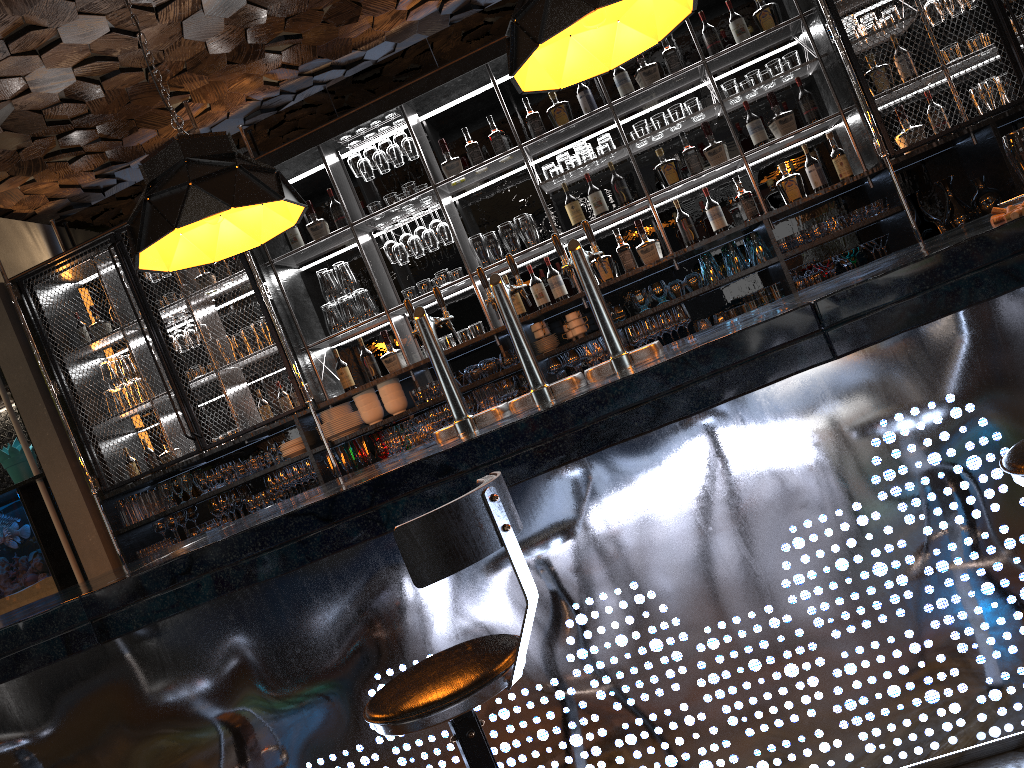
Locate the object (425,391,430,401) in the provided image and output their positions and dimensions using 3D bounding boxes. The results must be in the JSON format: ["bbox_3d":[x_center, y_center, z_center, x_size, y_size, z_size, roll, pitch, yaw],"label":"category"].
[{"bbox_3d":[-0.546,0.069,5.439,0.100,0.100,0.089,-22,0,-17],"label":"object"}]

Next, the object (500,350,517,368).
[{"bbox_3d":[-0.022,-0.145,5.217,0.095,0.096,0.095,-22,0,-15],"label":"object"}]

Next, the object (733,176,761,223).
[{"bbox_3d":[1.345,-1.066,5.127,0.083,0.282,0.083,-22,0,-4],"label":"object"}]

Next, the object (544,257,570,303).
[{"bbox_3d":[0.260,-0.628,5.354,0.086,0.298,0.086,-22,0,-31],"label":"object"}]

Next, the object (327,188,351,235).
[{"bbox_3d":[-1.091,-1.084,5.549,0.086,0.299,0.086,-22,0,-31],"label":"object"}]

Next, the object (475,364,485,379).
[{"bbox_3d":[-0.215,-0.068,5.424,0.093,0.099,0.093,-22,0,-2],"label":"object"}]

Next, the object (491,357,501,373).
[{"bbox_3d":[-0.114,-0.110,5.454,0.093,0.099,0.093,-22,0,-2],"label":"object"}]

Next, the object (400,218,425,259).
[{"bbox_3d":[-0.621,-0.912,5.552,0.092,0.244,0.092,-22,0,-29],"label":"object"}]

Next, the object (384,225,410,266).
[{"bbox_3d":[-0.722,-0.871,5.572,0.092,0.244,0.092,-22,0,-29],"label":"object"}]

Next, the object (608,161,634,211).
[{"bbox_3d":[0.633,-1.174,5.245,0.086,0.297,0.086,-22,0,-31],"label":"object"}]

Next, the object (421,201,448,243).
[{"bbox_3d":[-0.465,-0.976,5.353,0.092,0.244,0.092,-22,0,-29],"label":"object"}]

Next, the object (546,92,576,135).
[{"bbox_3d":[0.281,-1.619,5.269,0.151,0.248,0.094,-22,0,14],"label":"object"}]

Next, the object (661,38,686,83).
[{"bbox_3d":[0.918,-1.901,5.139,0.083,0.282,0.083,-22,0,11],"label":"object"}]

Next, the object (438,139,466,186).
[{"bbox_3d":[-0.379,-1.357,5.404,0.123,0.279,0.123,-22,0,-1],"label":"object"}]

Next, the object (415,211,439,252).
[{"bbox_3d":[-0.532,-0.949,5.534,0.092,0.244,0.092,-22,0,-29],"label":"object"}]

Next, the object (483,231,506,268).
[{"bbox_3d":[-0.106,-0.825,5.448,0.105,0.209,0.105,-22,0,-34],"label":"object"}]

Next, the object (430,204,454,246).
[{"bbox_3d":[-0.437,-0.988,5.515,0.092,0.244,0.092,-22,0,-29],"label":"object"}]

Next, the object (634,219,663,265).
[{"bbox_3d":[0.791,-0.835,5.225,0.123,0.279,0.123,-22,0,24],"label":"object"}]

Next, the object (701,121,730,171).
[{"bbox_3d":[1.162,-1.381,5.121,0.123,0.279,0.123,-22,0,24],"label":"object"}]

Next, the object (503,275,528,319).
[{"bbox_3d":[0.009,-0.524,5.403,0.086,0.299,0.086,-22,0,-31],"label":"object"}]

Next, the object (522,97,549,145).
[{"bbox_3d":[0.129,-1.576,5.299,0.083,0.282,0.083,-22,0,-4],"label":"object"}]

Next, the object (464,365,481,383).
[{"bbox_3d":[-0.234,-0.060,5.317,0.093,0.099,0.093,-22,0,27],"label":"object"}]

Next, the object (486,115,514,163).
[{"bbox_3d":[-0.086,-1.480,5.343,0.083,0.282,0.083,-22,0,26],"label":"object"}]

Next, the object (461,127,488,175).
[{"bbox_3d":[-0.237,-1.418,5.373,0.083,0.282,0.083,-22,0,-4],"label":"object"}]

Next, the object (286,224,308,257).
[{"bbox_3d":[-1.389,-0.961,5.638,0.086,0.298,0.086,-22,0,-31],"label":"object"}]

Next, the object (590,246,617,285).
[{"bbox_3d":[0.533,-0.712,5.292,0.151,0.248,0.094,-22,0,0],"label":"object"}]

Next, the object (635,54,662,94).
[{"bbox_3d":[0.770,-1.837,5.155,0.123,0.279,0.123,-22,0,0],"label":"object"}]

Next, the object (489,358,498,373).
[{"bbox_3d":[-0.136,-0.100,5.356,0.093,0.099,0.093,-22,0,-18],"label":"object"}]

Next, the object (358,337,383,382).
[{"bbox_3d":[-0.900,-0.151,5.556,0.086,0.297,0.086,-22,0,44],"label":"object"}]

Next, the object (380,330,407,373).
[{"bbox_3d":[-0.751,-0.201,5.538,0.123,0.279,0.123,-22,0,24],"label":"object"}]

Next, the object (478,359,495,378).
[{"bbox_3d":[-0.150,-0.094,5.253,0.093,0.099,0.093,-22,0,30],"label":"object"}]

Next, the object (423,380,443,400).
[{"bbox_3d":[-0.474,0.040,5.366,0.100,0.100,0.089,-23,0,-43],"label":"object"}]

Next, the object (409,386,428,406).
[{"bbox_3d":[-0.559,0.075,5.326,0.100,0.100,0.089,-22,0,15],"label":"object"}]

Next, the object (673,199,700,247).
[{"bbox_3d":[1.007,-0.935,5.169,0.086,0.297,0.086,-22,0,44],"label":"object"}]

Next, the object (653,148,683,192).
[{"bbox_3d":[0.904,-1.258,5.188,0.151,0.248,0.094,-22,0,0],"label":"object"}]

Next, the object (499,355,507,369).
[{"bbox_3d":[-0.028,-0.143,5.324,0.095,0.096,0.095,-22,0,11],"label":"object"}]

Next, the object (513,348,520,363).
[{"bbox_3d":[0.054,-0.177,5.274,0.095,0.096,0.095,-22,0,35],"label":"object"}]

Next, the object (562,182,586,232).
[{"bbox_3d":[0.363,-1.063,5.302,0.086,0.299,0.086,-22,0,-31],"label":"object"}]

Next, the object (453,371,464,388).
[{"bbox_3d":[-0.331,-0.020,5.341,0.109,0.100,0.109,-22,0,-6],"label":"object"}]

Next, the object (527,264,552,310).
[{"bbox_3d":[0.156,-0.586,5.399,0.086,0.298,0.086,-22,0,-31],"label":"object"}]

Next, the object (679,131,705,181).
[{"bbox_3d":[1.038,-1.333,5.160,0.083,0.282,0.083,-22,0,11],"label":"object"}]

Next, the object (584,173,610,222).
[{"bbox_3d":[0.499,-1.120,5.300,0.086,0.298,0.086,-22,0,-31],"label":"object"}]

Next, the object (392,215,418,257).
[{"bbox_3d":[-0.649,-0.900,5.390,0.092,0.244,0.092,-22,0,-29],"label":"object"}]

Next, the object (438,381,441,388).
[{"bbox_3d":[-0.454,0.031,5.485,0.100,0.100,0.089,-22,0,-37],"label":"object"}]

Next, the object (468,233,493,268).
[{"bbox_3d":[-0.183,-0.793,5.347,0.105,0.209,0.105,-22,0,-34],"label":"object"}]

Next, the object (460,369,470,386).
[{"bbox_3d":[-0.304,-0.032,5.497,0.109,0.100,0.109,-22,0,-6],"label":"object"}]

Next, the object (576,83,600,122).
[{"bbox_3d":[0.430,-1.708,5.251,0.086,0.298,0.086,-22,0,-31],"label":"object"}]

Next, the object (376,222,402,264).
[{"bbox_3d":[-0.749,-0.859,5.410,0.092,0.244,0.092,-22,0,-29],"label":"object"}]

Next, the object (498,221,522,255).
[{"bbox_3d":[-0.005,-0.866,5.339,0.105,0.209,0.105,-22,0,-34],"label":"object"}]

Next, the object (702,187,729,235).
[{"bbox_3d":[1.177,-1.006,5.168,0.086,0.298,0.086,-22,0,-31],"label":"object"}]

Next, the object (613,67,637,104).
[{"bbox_3d":[0.642,-1.796,5.202,0.086,0.298,0.086,-22,0,-31],"label":"object"}]

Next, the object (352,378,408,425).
[{"bbox_3d":[-0.804,0.112,5.454,0.309,0.216,0.149,-22,0,8],"label":"object"}]

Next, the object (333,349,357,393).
[{"bbox_3d":[-1.069,-0.081,5.621,0.086,0.299,0.086,-22,0,-31],"label":"object"}]

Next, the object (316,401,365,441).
[{"bbox_3d":[-1.075,0.235,5.543,0.306,0.195,0.300,-22,0,12],"label":"object"}]

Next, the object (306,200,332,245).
[{"bbox_3d":[-1.230,-1.014,5.561,0.123,0.279,0.123,-22,0,-1],"label":"object"}]

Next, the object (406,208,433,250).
[{"bbox_3d":[-0.559,-0.937,5.372,0.092,0.244,0.092,-22,0,-29],"label":"object"}]

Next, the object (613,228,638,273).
[{"bbox_3d":[0.666,-0.787,5.264,0.083,0.282,0.083,-22,0,11],"label":"object"}]
